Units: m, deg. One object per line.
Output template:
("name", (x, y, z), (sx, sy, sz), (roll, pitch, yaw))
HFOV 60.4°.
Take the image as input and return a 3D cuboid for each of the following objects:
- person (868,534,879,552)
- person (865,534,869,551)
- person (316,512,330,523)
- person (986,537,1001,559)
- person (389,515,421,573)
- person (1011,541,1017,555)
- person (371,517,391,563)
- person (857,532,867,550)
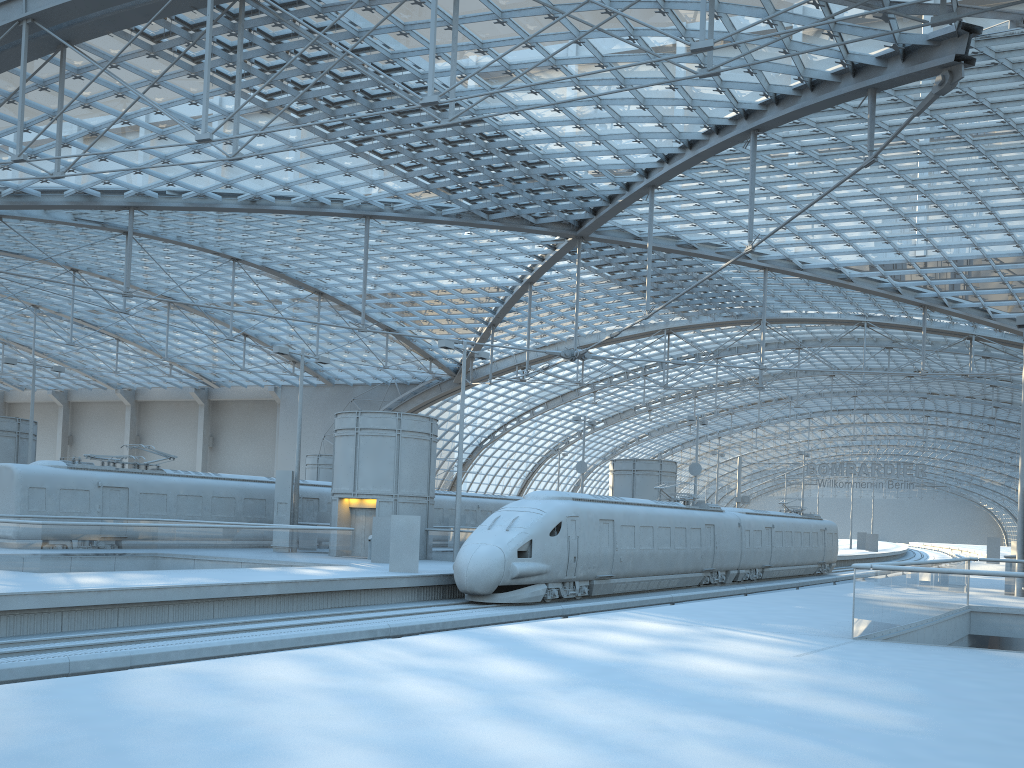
("person", (33.559, 14.768, 81.548), (0.826, 1.728, 0.001), (1, -2, 34))
("person", (34.710, 15.338, 85.042), (0.874, 1.702, 0.001), (0, -2, 34))
("person", (-8.187, 6.474, 38.536), (0.826, 1.728, 0.001), (2, -1, 8))
("person", (31.888, 11.044, 58.135), (0.001, 1.795, 0.902), (3, -3, -31))
("person", (-3.103, 4.676, 25.592), (0.874, 1.702, 0.001), (2, -1, 8))
("person", (35.577, 11.889, 62.101), (0.001, 1.608, 0.810), (3, -3, -11))
("person", (-4.429, 5.338, 29.934), (0.710, 1.608, 0.001), (2, -1, 13))
("person", (35.554, 16.000, 89.538), (0.899, 1.795, 0.001), (1, -2, 29))
